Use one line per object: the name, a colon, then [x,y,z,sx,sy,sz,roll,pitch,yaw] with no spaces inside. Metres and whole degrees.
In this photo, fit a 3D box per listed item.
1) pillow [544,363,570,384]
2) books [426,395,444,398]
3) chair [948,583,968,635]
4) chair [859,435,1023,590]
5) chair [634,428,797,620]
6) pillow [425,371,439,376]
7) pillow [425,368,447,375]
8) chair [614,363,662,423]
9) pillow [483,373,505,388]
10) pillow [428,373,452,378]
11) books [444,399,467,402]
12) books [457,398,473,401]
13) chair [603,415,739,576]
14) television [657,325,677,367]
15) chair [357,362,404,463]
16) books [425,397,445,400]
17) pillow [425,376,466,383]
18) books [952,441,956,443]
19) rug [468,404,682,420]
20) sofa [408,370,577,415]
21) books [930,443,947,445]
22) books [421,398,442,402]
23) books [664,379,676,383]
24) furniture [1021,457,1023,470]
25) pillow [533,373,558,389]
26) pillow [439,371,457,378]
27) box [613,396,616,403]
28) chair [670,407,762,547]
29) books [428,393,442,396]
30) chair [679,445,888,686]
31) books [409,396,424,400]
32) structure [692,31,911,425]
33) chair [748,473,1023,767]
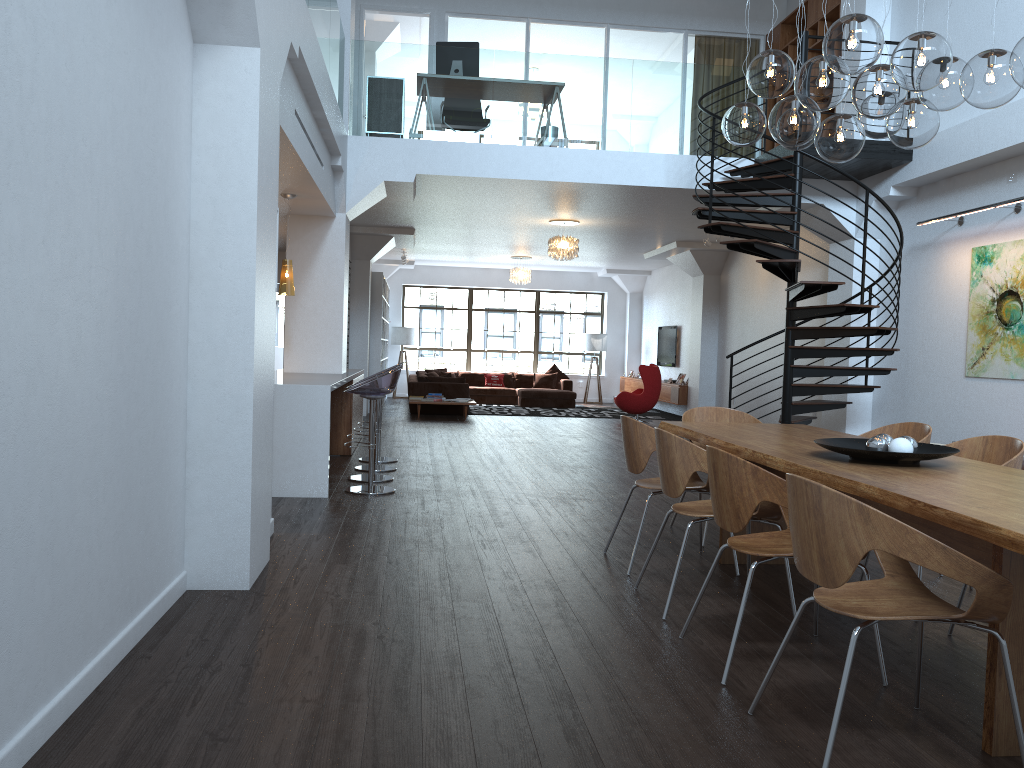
pillow: [0.899,-0.156,19.349,0.651,0.587,0.335,1,3,-27]
books: [-1.318,0.210,15.187,0.279,0.035,0.191,2,2,4]
chair: [2.253,0.699,3.608,0.618,0.833,0.629,2,2,-6]
chair: [2.150,0.666,4.364,0.618,0.833,0.629,2,2,-5]
chair: [0.962,0.633,4.225,0.618,0.833,0.629,2,2,-6]
pillow: [-1.512,-0.055,17.366,0.325,0.391,0.625,2,2,10]
pillow: [-1.568,-0.137,18.987,0.580,0.418,0.334,0,3,-33]
chair: [2.171,0.142,15.291,0.801,1.006,0.798,3,2,19]
pillow: [-0.380,-0.072,19.166,0.465,0.308,0.220,1,2,-10]
pillow: [-1.247,-0.012,15.959,0.559,0.411,0.269,4,3,40]
books: [-0.940,0.273,14.814,0.342,0.040,0.231,3,3,34]
books: [-0.824,0.263,15.173,0.256,0.035,0.350,3,2,19]
chair: [0.894,0.600,5.002,0.618,0.833,0.629,2,2,-8]
television: [3.130,-0.763,17.949,0.013,0.816,1.324,2,2,-7]
chair: [-1.348,0.272,9.025,0.481,1.014,0.530,2,2,-4]
books: [-1.315,0.246,15.186,0.312,0.037,0.216,1,2,-16]
pillow: [-1.182,0.043,15.701,0.750,0.364,0.289,2,2,-7]
books: [4.042,0.536,7.796,0.254,0.044,0.183,1,2,-12]
rug: [1.081,0.529,17.223,4.200,0.007,3.100,2,2,-5]
sofa: [-0.311,0.140,17.566,3.481,0.664,4.197,2,2,-6]
books: [3.643,0.532,7.712,0.161,0.031,0.223,1,3,-29]
books: [-1.340,0.262,14.778,0.236,0.035,0.340,3,2,19]
books: [3.121,-0.051,17.200,0.250,0.053,0.400,2,2,-6]
furniture: [3.879,0.792,7.331,0.907,0.453,1.819,2,2,-6]
pillow: [0.709,-0.072,19.166,0.542,0.362,0.248,2,2,14]
pillow: [-1.368,-0.110,18.913,0.489,0.337,0.238,0,3,-37]
box: [2.480,0.367,20.392,0.228,0.165,0.368,2,2,-6]
chair: [1.411,0.584,5.815,0.629,0.833,0.618,1,2,-11]
books: [-1.312,0.179,15.185,0.224,0.027,0.157,2,2,-1]
chair: [1.046,0.666,3.467,0.618,0.833,0.629,2,2,-6]
books: [-1.623,0.236,15.091,0.241,0.045,0.334,2,2,-5]
structure: [2.768,-1.251,8.720,1.998,4.352,1.998,4,3,44]
chair: [1.131,0.699,2.704,0.618,0.833,0.629,2,2,-6]
